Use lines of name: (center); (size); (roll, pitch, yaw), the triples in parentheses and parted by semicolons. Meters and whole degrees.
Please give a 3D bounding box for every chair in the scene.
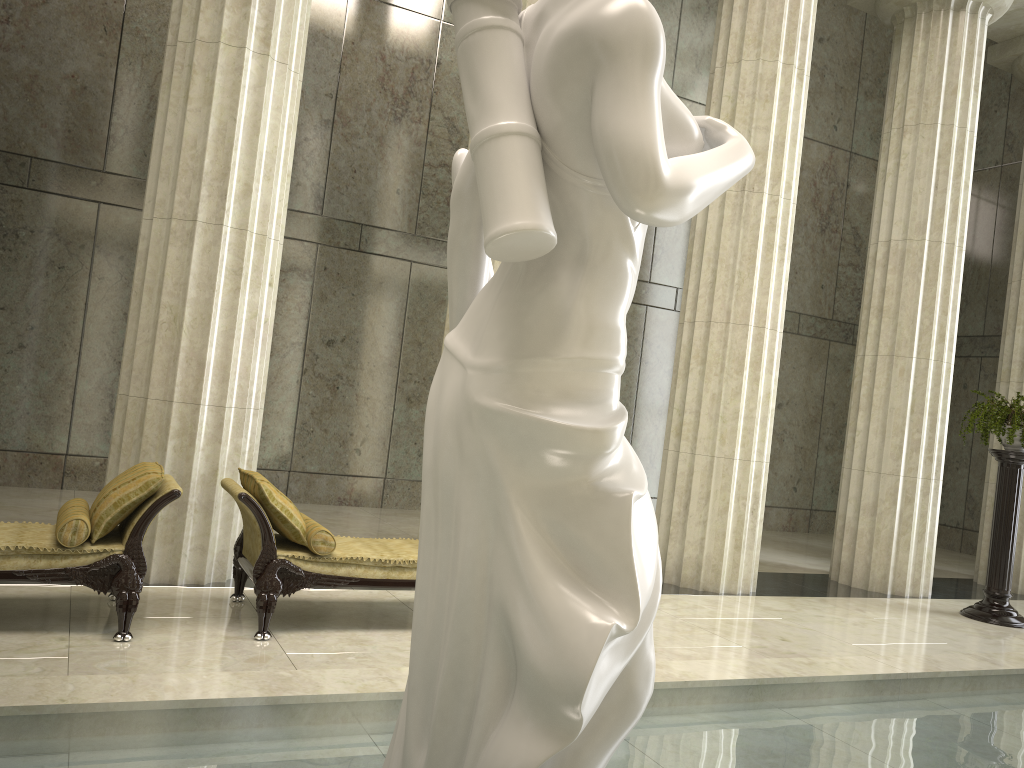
chair: (-0.902, 1.158, 6.152); (2.172, 0.950, 0.993); (7, -1, -26)
chair: (-3.101, 0.869, 5.069); (2.172, 0.950, 0.993); (7, -1, -26)

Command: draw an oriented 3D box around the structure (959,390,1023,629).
structure: (5.101, 1.223, 9.099); (1.053, 2.386, 1.159); (7, -1, 4)

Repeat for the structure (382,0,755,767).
structure: (0.061, 0.126, 2.218); (0.729, 3.044, 0.940); (8, -2, -32)

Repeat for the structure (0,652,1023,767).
structure: (-0.146, 1.564, 2.196); (11.573, 0.508, 3.754); (7, -2, -26)
